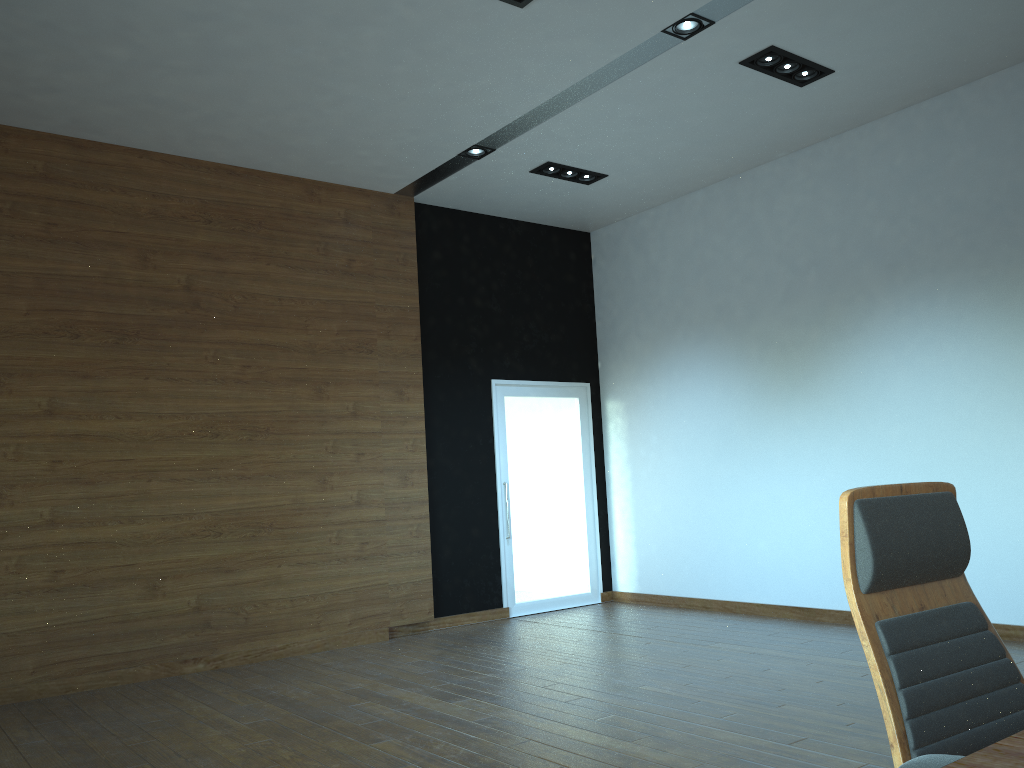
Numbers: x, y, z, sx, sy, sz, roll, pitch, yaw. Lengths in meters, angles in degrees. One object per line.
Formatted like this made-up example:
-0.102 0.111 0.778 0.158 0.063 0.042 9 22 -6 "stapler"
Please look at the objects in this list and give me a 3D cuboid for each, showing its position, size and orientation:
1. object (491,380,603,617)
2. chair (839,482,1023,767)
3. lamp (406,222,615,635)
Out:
0.305 1.057 8.438 1.198 2.152 0.201 0 -5 -37 "object"
1.019 0.728 1.559 0.706 1.124 0.698 0 -6 -34 "chair"
-1.340 -0.156 4.054 9.394 3.695 16.747 2 -8 -37 "lamp"
